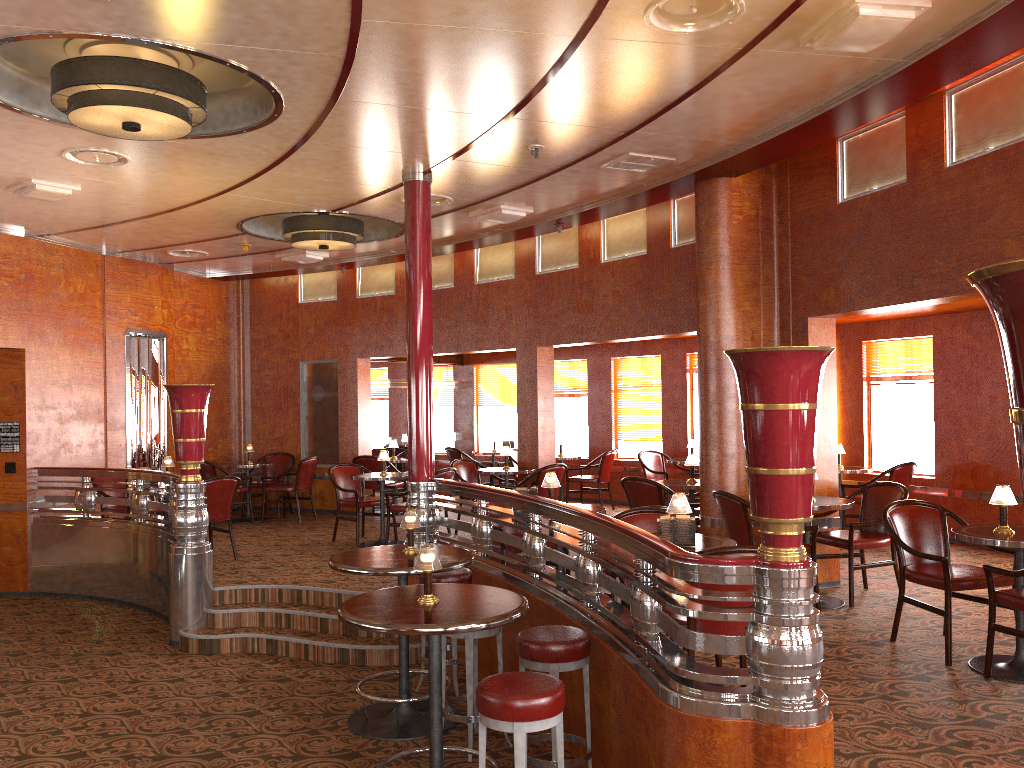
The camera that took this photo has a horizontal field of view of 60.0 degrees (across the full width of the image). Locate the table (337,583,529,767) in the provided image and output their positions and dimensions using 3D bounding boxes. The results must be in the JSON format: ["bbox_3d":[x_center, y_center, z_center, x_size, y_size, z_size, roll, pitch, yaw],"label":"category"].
[{"bbox_3d":[-0.341,1.454,3.962,0.849,0.960,0.849,-1,-1,5],"label":"table"}]

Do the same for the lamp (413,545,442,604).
[{"bbox_3d":[-0.376,0.849,3.967,0.130,0.250,0.130,-1,-1,23],"label":"lamp"}]

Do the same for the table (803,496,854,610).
[{"bbox_3d":[2.086,1.184,6.276,0.640,0.720,0.640,-1,-1,23],"label":"table"}]

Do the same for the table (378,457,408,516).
[{"bbox_3d":[-1.543,1.351,11.727,0.640,0.720,0.640,-1,-1,32],"label":"table"}]

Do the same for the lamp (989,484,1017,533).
[{"bbox_3d":[2.600,0.659,4.693,0.130,0.250,0.130,-1,-1,32],"label":"lamp"}]

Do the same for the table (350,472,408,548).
[{"bbox_3d":[-1.335,1.295,9.134,0.640,0.720,0.640,-1,-1,32],"label":"table"}]

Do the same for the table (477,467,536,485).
[{"bbox_3d":[-0.056,1.286,9.627,0.640,0.720,0.640,-1,-1,32],"label":"table"}]

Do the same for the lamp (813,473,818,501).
[{"bbox_3d":[2.104,0.699,6.287,0.130,0.250,0.130,0,-1,-40],"label":"lamp"}]

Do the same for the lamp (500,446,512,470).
[{"bbox_3d":[-0.061,0.801,9.640,0.130,0.250,0.130,-1,-1,-31],"label":"lamp"}]

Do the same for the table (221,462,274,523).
[{"bbox_3d":[-3.345,1.369,11.230,0.640,0.720,0.640,-1,-1,32],"label":"table"}]

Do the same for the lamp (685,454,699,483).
[{"bbox_3d":[1.583,0.738,7.789,0.130,0.250,0.130,0,-1,-40],"label":"lamp"}]

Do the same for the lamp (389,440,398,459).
[{"bbox_3d":[-1.568,0.867,11.746,0.130,0.250,0.130,0,-1,-40],"label":"lamp"}]

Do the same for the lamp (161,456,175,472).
[{"bbox_3d":[-3.367,0.832,8.681,0.130,0.250,0.130,-1,-1,32],"label":"lamp"}]

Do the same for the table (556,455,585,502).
[{"bbox_3d":[0.663,1.320,11.828,0.640,0.720,0.640,-1,-1,14],"label":"table"}]

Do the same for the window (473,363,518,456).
[{"bbox_3d":[-0.209,0.400,13.792,0.838,1.436,0.151,-1,-1,33],"label":"window"}]

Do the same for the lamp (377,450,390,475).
[{"bbox_3d":[-1.322,0.809,9.122,0.130,0.250,0.130,0,-1,-40],"label":"lamp"}]

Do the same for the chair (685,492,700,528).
[{"bbox_3d":[1.960,1.174,8.052,0.615,0.817,0.588,0,-1,-33],"label":"chair"}]

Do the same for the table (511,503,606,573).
[{"bbox_3d":[0.320,1.205,6.004,0.639,0.720,0.640,0,-1,-27],"label":"table"}]

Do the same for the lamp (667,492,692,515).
[{"bbox_3d":[0.858,0.682,4.543,0.130,0.250,0.130,-1,-1,14],"label":"lamp"}]

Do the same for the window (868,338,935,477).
[{"bbox_3d":[4.100,0.242,9.289,0.040,1.420,0.820,-1,-1,-30],"label":"window"}]

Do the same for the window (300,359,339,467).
[{"bbox_3d":[-2.522,0.401,12.044,0.806,1.440,0.257,-1,0,27],"label":"window"}]

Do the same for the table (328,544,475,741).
[{"bbox_3d":[-0.634,1.483,5.191,0.849,0.960,0.850,-1,-1,-18],"label":"table"}]

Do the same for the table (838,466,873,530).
[{"bbox_3d":[3.375,1.223,9.124,0.640,0.720,0.640,-1,-1,7],"label":"table"}]

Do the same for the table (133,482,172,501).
[{"bbox_3d":[-3.356,1.316,8.677,0.640,0.720,0.640,-1,-1,32],"label":"table"}]

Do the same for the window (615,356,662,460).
[{"bbox_3d":[1.773,0.339,12.248,0.820,1.420,0.040,-1,-1,44],"label":"window"}]

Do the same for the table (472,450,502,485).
[{"bbox_3d":[-0.273,1.364,13.257,0.639,0.720,0.640,-1,-1,-18],"label":"table"}]

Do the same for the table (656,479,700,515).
[{"bbox_3d":[1.584,1.223,7.790,0.640,0.720,0.640,-1,-1,14],"label":"table"}]

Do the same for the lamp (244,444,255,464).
[{"bbox_3d":[-3.326,0.883,11.238,0.130,0.250,0.130,0,-1,-40],"label":"lamp"}]

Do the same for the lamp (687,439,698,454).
[{"bbox_3d":[2.177,0.789,10.701,0.130,0.250,0.130,-1,-1,-6],"label":"lamp"}]

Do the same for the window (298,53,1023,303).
[{"bbox_3d":[0.898,-1.493,7.497,1.956,0.480,11.950,0,-1,-30],"label":"window"}]

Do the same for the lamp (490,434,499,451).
[{"bbox_3d":[-0.263,0.878,13.236,0.130,0.250,0.130,-1,-1,-4],"label":"lamp"}]

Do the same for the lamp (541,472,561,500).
[{"bbox_3d":[0.265,0.721,6.010,0.130,0.250,0.130,0,-1,-40],"label":"lamp"}]

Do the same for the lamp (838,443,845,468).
[{"bbox_3d":[3.363,0.738,9.127,0.130,0.250,0.130,-1,-1,-6],"label":"lamp"}]

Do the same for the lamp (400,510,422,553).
[{"bbox_3d":[-0.606,0.880,5.304,0.130,0.250,0.130,-1,-1,14],"label":"lamp"}]

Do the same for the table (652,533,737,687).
[{"bbox_3d":[0.828,1.168,4.536,0.639,0.720,0.640,0,-1,-45],"label":"table"}]

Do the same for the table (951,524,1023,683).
[{"bbox_3d":[2.670,1.142,4.661,0.639,0.720,0.640,0,-1,-36],"label":"table"}]

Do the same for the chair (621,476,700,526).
[{"bbox_3d":[1.254,1.174,7.504,0.615,0.817,0.588,0,-1,-38],"label":"chair"}]

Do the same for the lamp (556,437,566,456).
[{"bbox_3d":[0.651,0.835,11.829,0.130,0.250,0.130,0,-1,-40],"label":"lamp"}]

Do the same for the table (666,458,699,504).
[{"bbox_3d":[2.190,1.274,10.698,0.640,0.720,0.640,-1,-1,21],"label":"table"}]

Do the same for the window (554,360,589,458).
[{"bbox_3d":[0.823,0.370,13.073,0.820,1.420,0.040,-1,-1,38],"label":"window"}]

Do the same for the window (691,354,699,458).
[{"bbox_3d":[2.641,0.307,11.336,0.040,1.420,0.820,-1,-1,-41],"label":"window"}]
